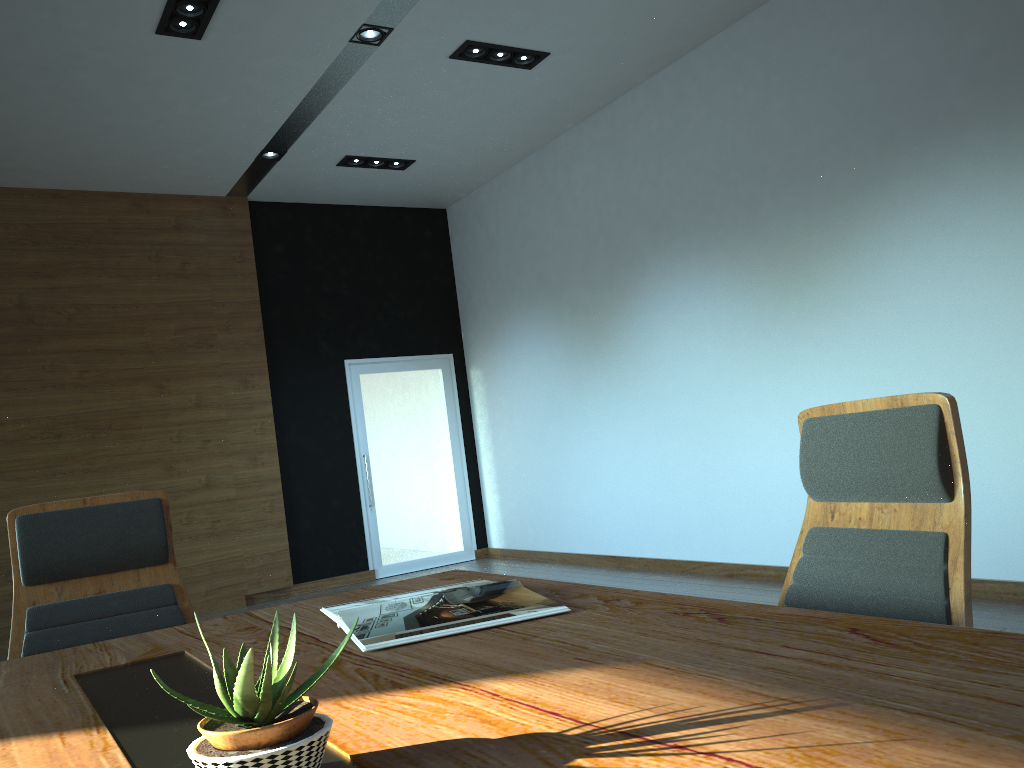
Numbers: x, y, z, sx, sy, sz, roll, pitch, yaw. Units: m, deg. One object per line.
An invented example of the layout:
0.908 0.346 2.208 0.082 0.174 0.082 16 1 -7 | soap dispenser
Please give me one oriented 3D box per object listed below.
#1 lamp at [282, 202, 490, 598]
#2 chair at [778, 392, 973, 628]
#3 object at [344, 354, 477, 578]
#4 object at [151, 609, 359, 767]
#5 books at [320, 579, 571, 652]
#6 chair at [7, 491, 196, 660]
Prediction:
-3.124 -0.027 4.744 9.373 3.703 16.749 -5 -5 -32 | lamp
0.513 0.615 1.659 0.695 1.126 0.709 -6 -2 -25 | chair
-1.038 0.805 9.010 1.195 2.157 0.201 -6 -2 -32 | object
-0.266 0.328 0.923 0.153 0.187 0.177 -9 -3 33 | object
-0.165 0.451 1.825 0.388 0.033 0.546 -6 -4 -20 | books
-0.919 0.825 2.102 0.705 1.126 0.698 -6 -2 -29 | chair
